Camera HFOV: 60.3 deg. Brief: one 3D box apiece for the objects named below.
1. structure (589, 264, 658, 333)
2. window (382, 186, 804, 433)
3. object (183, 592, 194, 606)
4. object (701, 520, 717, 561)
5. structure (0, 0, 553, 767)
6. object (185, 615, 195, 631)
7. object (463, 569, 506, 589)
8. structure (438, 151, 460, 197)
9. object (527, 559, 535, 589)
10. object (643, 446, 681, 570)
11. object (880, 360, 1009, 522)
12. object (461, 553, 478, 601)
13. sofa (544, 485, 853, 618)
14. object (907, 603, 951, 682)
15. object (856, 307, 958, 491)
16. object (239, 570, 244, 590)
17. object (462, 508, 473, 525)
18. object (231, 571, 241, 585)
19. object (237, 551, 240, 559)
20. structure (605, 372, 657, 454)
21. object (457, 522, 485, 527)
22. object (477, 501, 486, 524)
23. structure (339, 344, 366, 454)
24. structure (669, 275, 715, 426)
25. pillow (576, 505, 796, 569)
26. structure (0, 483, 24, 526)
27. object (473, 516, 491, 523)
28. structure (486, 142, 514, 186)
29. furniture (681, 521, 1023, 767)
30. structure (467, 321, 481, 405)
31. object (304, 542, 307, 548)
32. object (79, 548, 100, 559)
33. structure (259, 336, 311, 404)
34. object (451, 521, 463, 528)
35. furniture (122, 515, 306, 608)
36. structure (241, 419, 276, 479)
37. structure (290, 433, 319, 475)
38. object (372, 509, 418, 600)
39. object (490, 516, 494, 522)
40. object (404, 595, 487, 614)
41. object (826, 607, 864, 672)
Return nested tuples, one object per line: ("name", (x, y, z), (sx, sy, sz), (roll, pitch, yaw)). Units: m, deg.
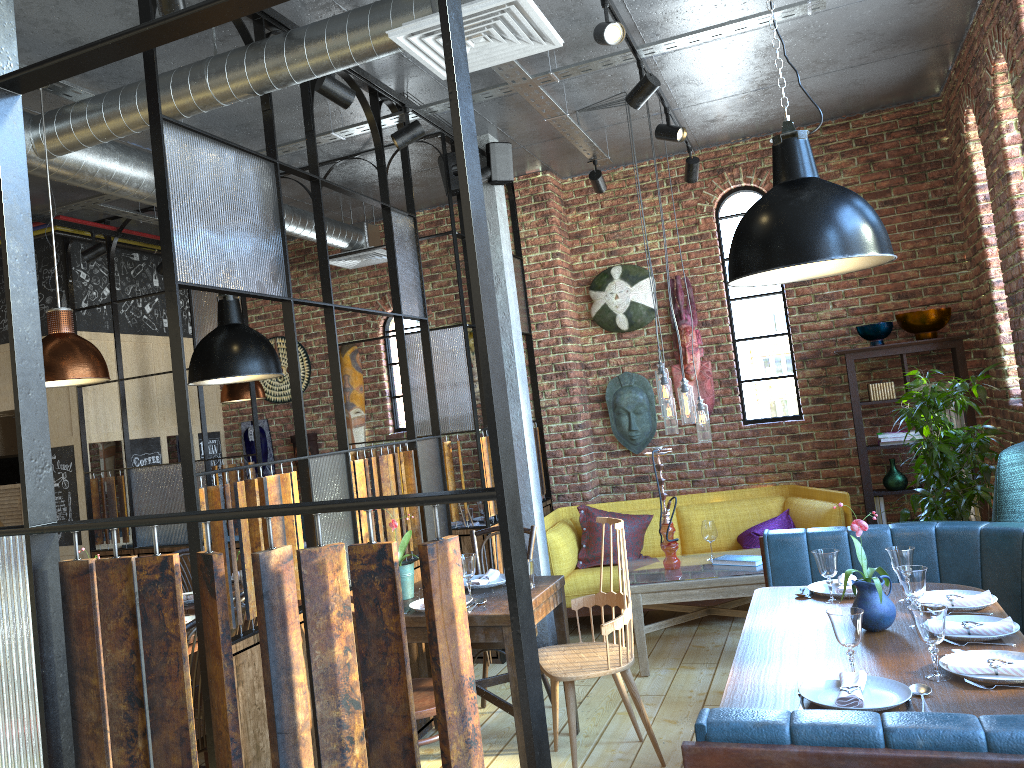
("structure", (0.851, -0.659, 6.796), (0.548, 0.522, 0.142), (-8, -4, 22))
("window", (1.650, -0.565, 3.973), (3.369, 2.434, 8.688), (-6, -2, -15))
("object", (-1.695, 1.108, 4.591), (0.279, 0.051, 0.313), (-7, -2, 24))
("object", (1.177, 0.927, 5.231), (0.087, 0.229, 0.094), (-5, -4, -31))
("structure", (-2.912, 0.323, 4.260), (6.091, 3.333, 5.783), (-7, -2, 5))
("object", (-1.469, 1.062, 3.941), (0.279, 0.051, 0.313), (-7, -2, 24))
("object", (-0.154, 0.915, 4.129), (0.336, 0.051, 0.259), (-7, -2, 25))
("structure", (-0.379, -1.365, 5.738), (0.183, 0.268, 0.166), (-6, -3, -6))
("object", (0.060, 0.848, 3.926), (0.086, 0.120, 0.082), (-7, -3, 11))
("object", (0.879, 0.717, 5.079), (0.172, 0.706, 0.254), (-8, -4, 11))
("object", (2.502, 0.626, 5.009), (0.727, 1.532, 0.856), (-7, -3, -1))
("object", (-0.189, 0.838, 3.812), (0.095, 0.192, 0.101), (-5, -4, -22))
("sofa", (1.206, 1.192, 6.061), (2.017, 0.764, 0.780), (-7, -3, 7))
("object", (1.147, 0.705, 2.404), (0.094, 0.192, 0.102), (-4, -4, -40))
("object", (2.688, 0.410, 5.822), (0.625, 1.765, 0.318), (-8, -4, 17))
("object", (-1.387, 1.038, 4.635), (0.085, 0.120, 0.083), (-7, -3, 4))
("object", (-0.320, 0.971, 6.406), (0.080, 0.120, 0.088), (-4, -4, -38))
("object", (-1.519, 1.103, 5.080), (0.279, 0.051, 0.313), (-7, -2, 24))
("object", (-1.407, 0.892, 4.814), (0.142, 0.432, 0.208), (-10, -5, 39))
("structure", (0.914, 0.222, 6.752), (0.379, 0.641, 0.100), (-8, -4, 23))
("object", (-0.284, 0.993, 6.135), (0.336, 0.051, 0.259), (-7, -2, 25))
("object", (-0.199, 0.915, 6.247), (0.103, 0.192, 0.094), (-10, -5, 41))
("structure", (-1.408, 0.187, 7.751), (0.239, 1.123, 0.090), (-8, -4, 22))
("structure", (1.335, -0.244, 6.638), (0.219, 1.149, 0.233), (-5, -4, -23))
("pillow", (1.178, 0.995, 6.114), (1.521, 0.454, 0.392), (-7, -3, 11))
("structure", (-4.211, 1.261, 4.880), (1.260, 0.996, 5.023), (-6, -2, -7))
("object", (-0.182, 0.995, 6.577), (0.336, 0.051, 0.259), (-7, -2, 25))
("structure", (-0.094, -1.401, 5.614), (0.159, 0.268, 0.191), (-5, -4, -29))
("furniture", (1.454, 1.028, 2.718), (1.409, 0.824, 2.525), (-8, -2, 20))
("structure", (-0.312, -0.174, 7.289), (0.608, 0.728, 0.122), (-8, -4, 22))
("object", (-1.775, 1.323, 7.154), (0.336, 0.051, 0.259), (-7, -2, 25))
("object", (-1.808, 0.907, 3.783), (0.141, 0.427, 0.210), (-4, -4, -36))
("structure", (-2.135, -0.130, 8.084), (0.682, 0.620, 0.076), (-8, -4, 21))
("object", (-0.495, 1.027, 6.429), (0.279, 0.051, 0.313), (-7, -2, 24))
("furniture", (-2.147, 1.589, 7.298), (1.489, 0.824, 1.442), (-8, -2, 21))
("structure", (-2.369, 0.616, 8.159), (0.334, 0.560, 0.110), (-8, -4, 22))
("structure", (-1.840, 0.777, 7.917), (0.269, 0.657, 0.154), (-8, -4, 22))
("object", (-0.513, 0.765, 4.042), (0.199, 0.427, 0.144), (-4, -4, -35))
("object", (-0.126, 0.948, 6.398), (0.080, 0.120, 0.088), (-4, -4, -38))
("object", (-0.285, 0.917, 3.717), (0.336, 0.051, 0.259), (-7, -2, 25))
("object", (0.943, 0.730, 2.461), (0.094, 0.192, 0.102), (-4, -4, -40))
